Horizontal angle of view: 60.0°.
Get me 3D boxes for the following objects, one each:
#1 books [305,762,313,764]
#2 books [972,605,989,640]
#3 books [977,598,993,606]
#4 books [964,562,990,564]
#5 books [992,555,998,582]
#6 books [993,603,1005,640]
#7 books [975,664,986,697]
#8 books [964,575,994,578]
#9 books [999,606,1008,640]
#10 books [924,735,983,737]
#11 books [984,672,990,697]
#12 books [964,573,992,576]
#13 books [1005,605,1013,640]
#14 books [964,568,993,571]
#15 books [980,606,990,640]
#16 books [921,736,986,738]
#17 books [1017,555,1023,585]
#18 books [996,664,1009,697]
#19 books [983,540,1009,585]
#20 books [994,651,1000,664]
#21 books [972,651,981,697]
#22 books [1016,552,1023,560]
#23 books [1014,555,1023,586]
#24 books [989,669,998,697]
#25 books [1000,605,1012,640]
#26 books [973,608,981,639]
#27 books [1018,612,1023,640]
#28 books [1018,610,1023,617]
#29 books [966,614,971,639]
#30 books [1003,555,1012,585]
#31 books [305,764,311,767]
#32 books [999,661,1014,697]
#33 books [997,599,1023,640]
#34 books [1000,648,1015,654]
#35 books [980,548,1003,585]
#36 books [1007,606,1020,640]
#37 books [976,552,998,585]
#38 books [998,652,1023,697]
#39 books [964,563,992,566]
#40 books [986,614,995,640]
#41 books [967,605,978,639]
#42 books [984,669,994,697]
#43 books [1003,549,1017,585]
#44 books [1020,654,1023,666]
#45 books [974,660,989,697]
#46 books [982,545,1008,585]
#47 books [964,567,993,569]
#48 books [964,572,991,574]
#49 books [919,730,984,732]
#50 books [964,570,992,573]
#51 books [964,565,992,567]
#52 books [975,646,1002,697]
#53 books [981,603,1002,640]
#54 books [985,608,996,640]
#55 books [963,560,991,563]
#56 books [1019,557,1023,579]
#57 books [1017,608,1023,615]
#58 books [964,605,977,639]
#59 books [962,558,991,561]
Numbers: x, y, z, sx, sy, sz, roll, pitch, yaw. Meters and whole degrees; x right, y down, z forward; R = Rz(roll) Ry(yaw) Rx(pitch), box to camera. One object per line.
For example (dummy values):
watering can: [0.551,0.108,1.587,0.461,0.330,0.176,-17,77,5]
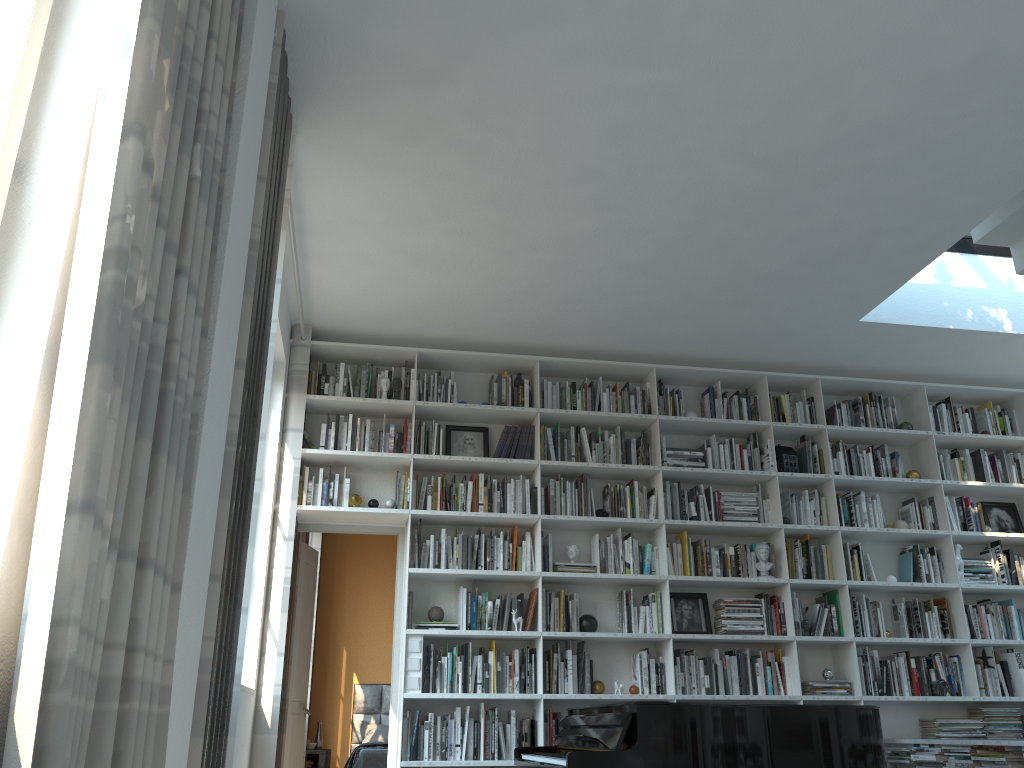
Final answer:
books: [-2.133,3.844,8.994,0.134,0.022,0.189,-18,-27,38]
books: [3.237,1.682,6.210,0.045,0.245,0.186,3,-21,-9]
books: [3.356,1.669,6.250,0.013,0.298,0.148,3,-21,-9]
books: [3.271,1.301,6.383,0.254,0.012,0.161,3,-22,-7]
books: [3.437,1.364,6.403,0.023,0.246,0.138,3,-21,-9]
books: [3.370,1.681,6.230,0.012,0.261,0.187,3,-21,-9]
books: [3.172,2.041,6.084,0.023,0.213,0.164,3,-21,-9]
books: [3.269,1.391,6.349,0.285,0.012,0.160,4,-22,-11]
books: [3.407,1.699,6.256,0.026,0.245,0.166,3,-21,-9]
books: [2.940,2.348,5.918,0.308,0.008,0.196,5,-22,-13]
books: [3.209,2.046,6.090,0.025,0.209,0.138,3,-21,-9]
books: [3.270,1.377,6.347,0.254,0.012,0.161,5,-22,-14]
books: [3.464,1.701,6.271,0.012,0.253,0.161,3,-21,-9]
books: [3.272,1.344,6.364,0.285,0.012,0.160,5,-22,-12]
books: [3.269,1.693,6.229,0.026,0.238,0.178,3,-21,-9]
books: [2.941,2.355,5.915,0.345,0.007,0.194,2,-21,-5]
books: [3.646,1.376,6.439,0.031,0.249,0.133,3,-21,-9]
books: [3.317,2.045,6.100,0.052,0.216,0.185,3,-21,-9]
books: [3.490,1.311,6.395,0.010,0.338,0.180,3,-21,-9]
books: [3.343,2.015,6.140,0.010,0.303,0.132,3,-21,-9]
books: [3.152,1.991,6.111,0.013,0.325,0.131,3,-21,-9]
books: [3.730,1.360,6.426,0.021,0.270,0.192,3,-21,-9]
books: [3.618,1.371,6.416,0.031,0.241,0.147,3,-21,-9]
books: [3.265,2.058,6.089,0.024,0.184,0.150,3,-21,-9]
books: [3.431,1.692,6.241,0.014,0.248,0.178,3,-21,-9]
books: [3.210,1.693,6.207,0.011,0.222,0.163,3,-21,-9]
books: [3.546,1.725,6.258,0.030,0.200,0.190,3,-21,-9]
books: [3.576,1.724,6.281,0.037,0.218,0.140,3,-21,-9]
books: [3.131,1.708,6.192,0.022,0.183,0.163,3,-21,-9]
books: [3.508,1.363,6.388,0.030,0.235,0.180,3,-21,-9]
books: [-2.129,3.869,8.986,0.128,0.030,0.183,-5,-22,11]
books: [3.367,2.040,6.115,0.031,0.238,0.172,3,-21,-9]
books: [3.509,1.679,6.265,0.026,0.289,0.182,3,-21,-9]
books: [3.475,2.012,6.162,0.012,0.324,0.137,3,-21,-9]
books: [3.464,1.345,6.408,0.012,0.284,0.160,3,-21,-9]
books: [3.486,1.698,6.249,0.023,0.243,0.190,3,-21,-9]
books: [3.422,1.353,6.386,0.012,0.253,0.161,3,-21,-9]
books: [3.426,2.004,6.094,0.075,0.290,0.256,3,-21,-9]
books: [3.271,1.312,6.379,0.285,0.012,0.160,3,-22,-7]
books: [3.298,1.717,6.212,0.027,0.181,0.187,3,-21,-9]
books: [3.191,1.685,6.220,0.024,0.246,0.144,3,-21,-9]
books: [3.236,2.058,6.092,0.030,0.187,0.140,3,-21,-9]
books: [3.565,1.347,6.409,0.059,0.281,0.168,3,-21,-9]
books: [3.497,2.023,6.138,0.025,0.286,0.160,3,-21,-9]
books: [3.192,2.025,6.083,0.015,0.242,0.157,3,-21,-9]
books: [3.479,1.329,6.388,0.011,0.299,0.185,3,-21,-9]
books: [3.271,1.334,6.371,0.285,0.012,0.160,3,-22,-7]
books: [3.268,1.369,6.361,0.254,0.012,0.161,4,-22,-9]
books: [2.941,2.322,5.934,0.346,0.007,0.194,4,-22,-11]
books: [3.272,1.354,6.356,0.254,0.012,0.161,2,-21,-5]
books: [3.272,1.320,6.368,0.285,0.012,0.160,5,-22,-14]
books: [3.284,1.990,6.116,0.014,0.332,0.169,3,-21,-9]
books: [3.339,1.681,6.219,0.028,0.254,0.192,3,-21,-9]
books: [3.315,1.699,6.233,0.012,0.228,0.180,3,-21,-9]
books: [3.271,1.289,6.388,0.285,0.012,0.160,4,-22,-11]
books: [3.675,1.385,6.440,0.028,0.234,0.129,3,-21,-9]
books: [3.608,1.715,6.281,0.025,0.234,0.182,3,-21,-9]
books: [3.158,1.680,6.204,0.047,0.243,0.178,3,-21,-9]
books: [3.271,1.278,6.392,0.285,0.012,0.160,3,-22,-7]
